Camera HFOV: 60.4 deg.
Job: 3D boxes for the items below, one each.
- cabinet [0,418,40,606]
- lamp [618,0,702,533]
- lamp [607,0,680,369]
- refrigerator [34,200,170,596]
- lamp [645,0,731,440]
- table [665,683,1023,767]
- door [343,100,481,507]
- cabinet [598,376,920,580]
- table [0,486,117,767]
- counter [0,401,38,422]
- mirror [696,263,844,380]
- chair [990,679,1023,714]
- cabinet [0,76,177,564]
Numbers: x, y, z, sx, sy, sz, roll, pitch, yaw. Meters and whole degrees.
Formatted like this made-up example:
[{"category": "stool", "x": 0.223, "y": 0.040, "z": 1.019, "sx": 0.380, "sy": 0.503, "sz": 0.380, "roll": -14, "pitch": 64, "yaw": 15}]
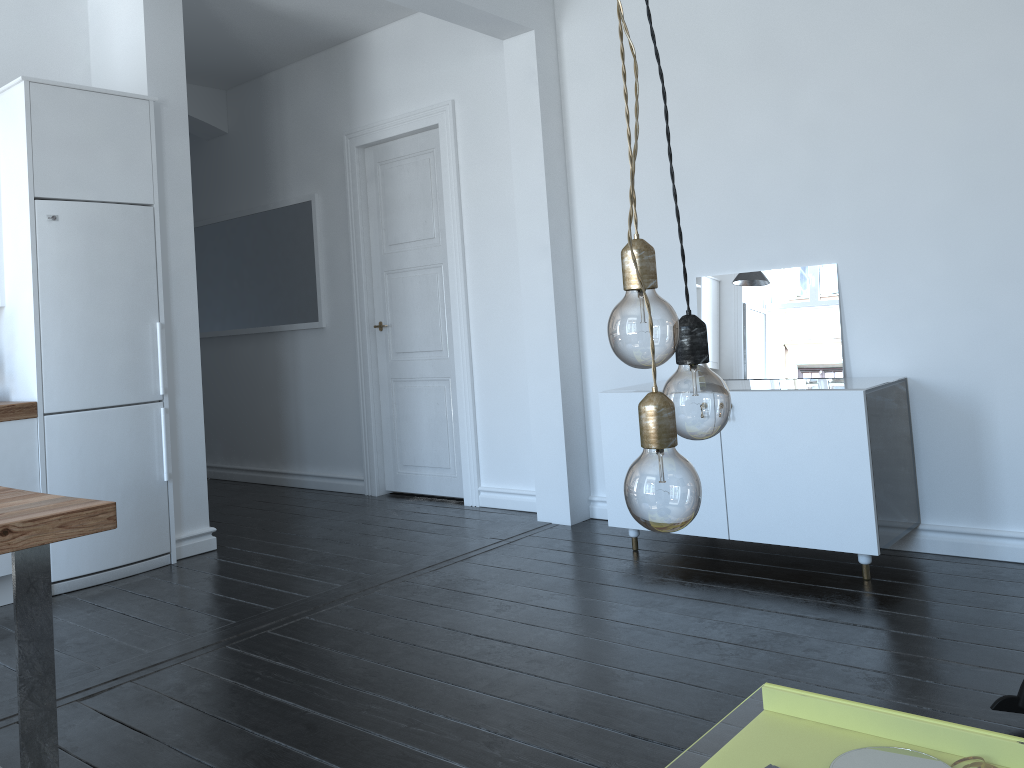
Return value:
[{"category": "cabinet", "x": -3.471, "y": 0.704, "z": 3.086, "sx": 3.196, "sy": 0.818, "sz": 0.725, "roll": -7, "pitch": 2, "yaw": -42}, {"category": "lamp", "x": 0.092, "y": -0.607, "z": 0.894, "sx": 0.074, "sy": 1.505, "sz": 0.088, "roll": -3, "pitch": -3, "yaw": -26}, {"category": "lamp", "x": 0.085, "y": -0.765, "z": 0.945, "sx": 0.074, "sy": 1.505, "sz": 0.074, "roll": -4, "pitch": -3, "yaw": -3}, {"category": "refrigerator", "x": -2.172, "y": 0.029, "z": 4.416, "sx": 0.677, "sy": 1.811, "sz": 0.577, "roll": -6, "pitch": -3, "yaw": 40}, {"category": "lamp", "x": 0.141, "y": -0.689, "z": 0.983, "sx": 0.086, "sy": 1.505, "sz": 0.074, "roll": -4, "pitch": -3, "yaw": 1}, {"category": "table", "x": 0.247, "y": 0.796, "z": 0.833, "sx": 0.598, "sy": 0.401, "sz": 1.406, "roll": -3, "pitch": 3, "yaw": 40}, {"category": "door", "x": -0.646, "y": -0.502, "z": 5.705, "sx": 1.035, "sy": 2.488, "sz": 0.116, "roll": -6, "pitch": -3, "yaw": 40}, {"category": "cabinet", "x": 1.044, "y": 0.372, "z": 3.855, "sx": 1.195, "sy": 0.738, "sz": 0.591, "roll": -2, "pitch": 1, "yaw": 40}, {"category": "table", "x": -2.013, "y": 0.751, "z": 1.541, "sx": 1.013, "sy": 0.719, "sz": 2.236, "roll": -3, "pitch": 3, "yaw": 40}, {"category": "counter", "x": -3.462, "y": 0.270, "z": 3.066, "sx": 0.843, "sy": 0.074, "sz": 3.112, "roll": -1, "pitch": 5, "yaw": 40}, {"category": "mirror", "x": 1.182, "y": -0.278, "z": 4.105, "sx": 0.692, "sy": 0.505, "sz": 0.054, "roll": -3, "pitch": -2, "yaw": 40}, {"category": "chair", "x": 1.624, "y": 0.320, "z": 1.989, "sx": 0.906, "sy": 1.010, "sz": 0.610, "roll": -4, "pitch": -1, "yaw": -5}, {"category": "cabinet", "x": -3.300, "y": -0.107, "z": 3.353, "sx": 0.775, "sy": 2.381, "sz": 3.805, "roll": -6, "pitch": 0, "yaw": 44}]
